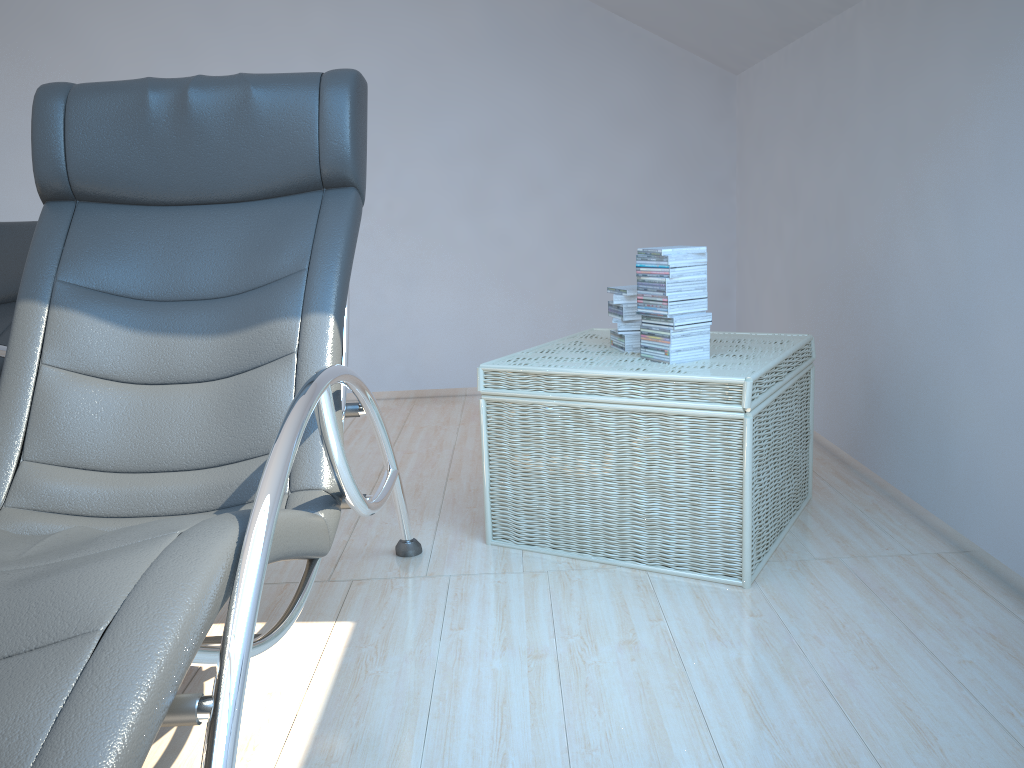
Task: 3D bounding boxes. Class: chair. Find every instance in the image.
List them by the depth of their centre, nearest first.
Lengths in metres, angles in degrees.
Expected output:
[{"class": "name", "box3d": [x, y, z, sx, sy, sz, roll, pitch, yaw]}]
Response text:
[{"class": "chair", "box3d": [-0.687, 0.044, 1.415, 0.836, 1.251, 1.938, -3, 11, 0]}, {"class": "chair", "box3d": [-1.657, 0.139, 1.947, 0.836, 0.953, 2.114, -3, 11, 0]}]

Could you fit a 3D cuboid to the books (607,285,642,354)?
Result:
[{"class": "books", "box3d": [0.361, -0.186, 2.543, 0.162, 0.184, 0.165, -3, 11, -1]}]

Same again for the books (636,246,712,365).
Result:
[{"class": "books", "box3d": [0.421, -0.208, 2.333, 0.149, 0.300, 0.149, -9, 12, -28]}]

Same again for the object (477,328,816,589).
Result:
[{"class": "object", "box3d": [0.416, 0.150, 2.562, 0.745, 0.518, 0.744, 4, 13, 30]}]
